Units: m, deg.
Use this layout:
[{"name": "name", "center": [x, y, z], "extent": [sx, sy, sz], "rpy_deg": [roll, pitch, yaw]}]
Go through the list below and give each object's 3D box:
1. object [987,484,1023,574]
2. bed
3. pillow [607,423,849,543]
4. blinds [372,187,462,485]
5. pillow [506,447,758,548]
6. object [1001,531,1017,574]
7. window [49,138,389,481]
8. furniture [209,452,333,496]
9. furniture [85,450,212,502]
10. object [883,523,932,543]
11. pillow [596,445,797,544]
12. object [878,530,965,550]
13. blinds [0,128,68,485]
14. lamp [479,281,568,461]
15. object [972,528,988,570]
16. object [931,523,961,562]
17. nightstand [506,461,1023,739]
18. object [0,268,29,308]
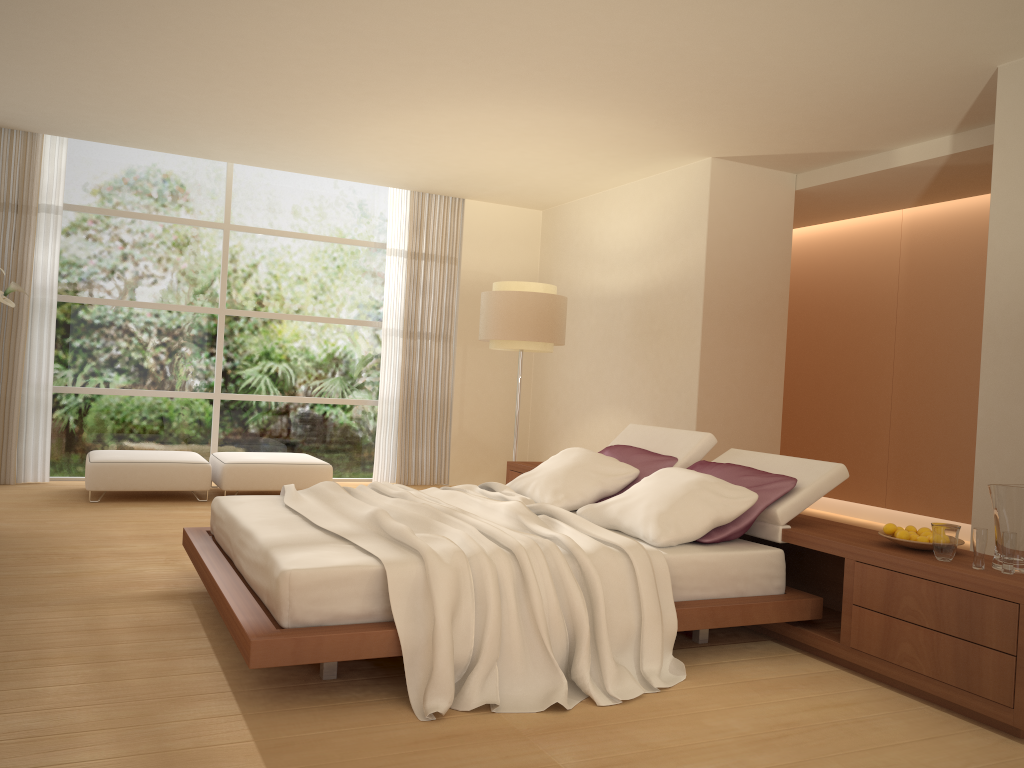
[{"name": "object", "center": [1.942, 0.553, 3.407], "extent": [0.227, 0.328, 0.159], "rpy_deg": [3, 0, 32]}, {"name": "bed", "center": [-0.163, 0.850, 4.385], "extent": [2.535, 0.570, 2.599], "rpy_deg": [3, 0, -26]}, {"name": "pillow", "center": [1.056, 0.506, 5.030], "extent": [0.461, 0.457, 1.779], "rpy_deg": [3, 0, -27]}, {"name": "blinds", "center": [-0.978, -0.604, 9.410], "extent": [0.814, 3.351, 0.202], "rpy_deg": [3, 0, -27]}, {"name": "pillow", "center": [0.521, 0.563, 4.753], "extent": [0.561, 0.339, 1.720], "rpy_deg": [3, 0, -26]}, {"name": "object", "center": [1.870, 0.636, 3.340], "extent": [0.052, 0.154, 0.052], "rpy_deg": [3, 0, -8]}, {"name": "window", "center": [-2.890, -0.720, 8.821], "extent": [4.781, 3.371, 0.071], "rpy_deg": [3, 0, -26]}, {"name": "furniture", "center": [-2.223, 0.833, 8.115], "extent": [0.965, 0.346, 0.964], "rpy_deg": [3, 0, -26]}, {"name": "furniture", "center": [-3.153, 0.781, 7.662], "extent": [0.965, 0.346, 0.964], "rpy_deg": [3, 0, -26]}, {"name": "object", "center": [1.737, 0.651, 3.809], "extent": [0.259, 0.084, 0.230], "rpy_deg": [3, 0, 34]}, {"name": "pillow", "center": [0.762, 0.562, 4.878], "extent": [0.575, 0.369, 1.683], "rpy_deg": [3, 0, -26]}, {"name": "object", "center": [1.748, 0.679, 3.797], "extent": [0.337, 0.053, 0.337], "rpy_deg": [3, 0, -12]}, {"name": "blinds", "center": [-4.487, -0.800, 7.758], "extent": [0.950, 3.352, 0.211], "rpy_deg": [3, 0, -27]}, {"name": "lamp", "center": [0.059, 0.128, 7.898], "extent": [0.817, 2.018, 0.817], "rpy_deg": [3, 0, 17]}, {"name": "object", "center": [1.793, 0.632, 3.401], "extent": [0.052, 0.154, 0.052], "rpy_deg": [3, 0, -8]}, {"name": "object", "center": [1.730, 0.634, 3.543], "extent": [0.110, 0.141, 0.110], "rpy_deg": [3, 0, 16]}, {"name": "nightstand", "center": [1.085, 0.935, 5.054], "extent": [0.493, 0.539, 4.220], "rpy_deg": [3, 0, -26]}, {"name": "object", "center": [-3.345, -0.259, 5.444], "extent": [0.608, 1.085, 0.515], "rpy_deg": [3, 0, 22]}]
